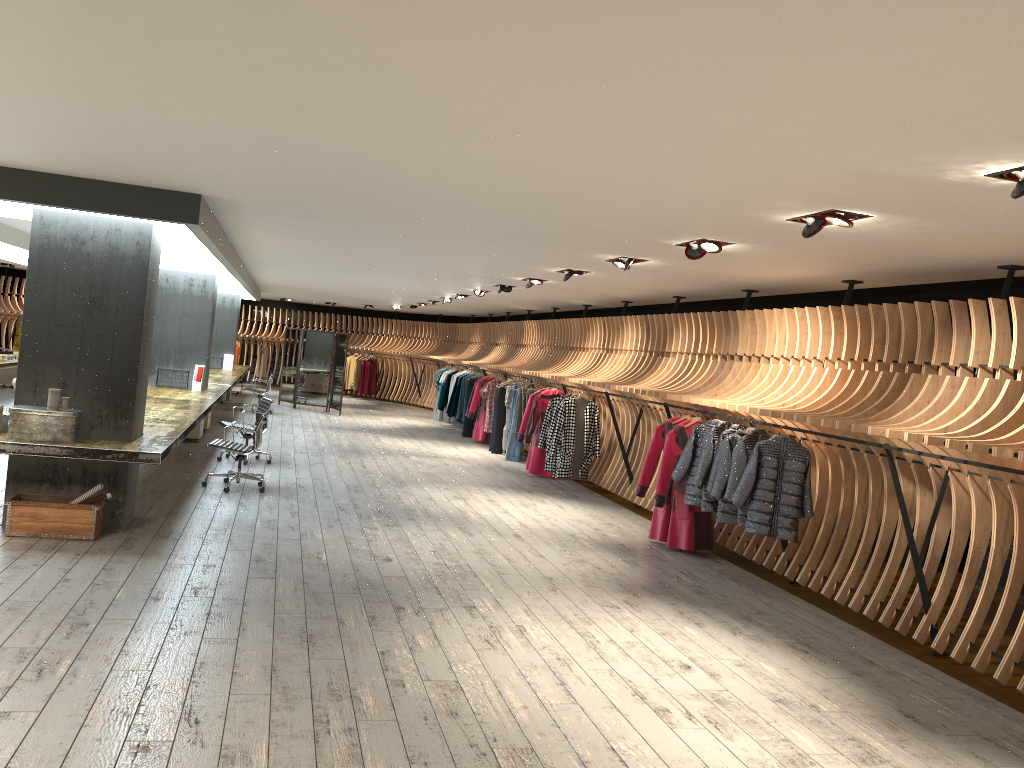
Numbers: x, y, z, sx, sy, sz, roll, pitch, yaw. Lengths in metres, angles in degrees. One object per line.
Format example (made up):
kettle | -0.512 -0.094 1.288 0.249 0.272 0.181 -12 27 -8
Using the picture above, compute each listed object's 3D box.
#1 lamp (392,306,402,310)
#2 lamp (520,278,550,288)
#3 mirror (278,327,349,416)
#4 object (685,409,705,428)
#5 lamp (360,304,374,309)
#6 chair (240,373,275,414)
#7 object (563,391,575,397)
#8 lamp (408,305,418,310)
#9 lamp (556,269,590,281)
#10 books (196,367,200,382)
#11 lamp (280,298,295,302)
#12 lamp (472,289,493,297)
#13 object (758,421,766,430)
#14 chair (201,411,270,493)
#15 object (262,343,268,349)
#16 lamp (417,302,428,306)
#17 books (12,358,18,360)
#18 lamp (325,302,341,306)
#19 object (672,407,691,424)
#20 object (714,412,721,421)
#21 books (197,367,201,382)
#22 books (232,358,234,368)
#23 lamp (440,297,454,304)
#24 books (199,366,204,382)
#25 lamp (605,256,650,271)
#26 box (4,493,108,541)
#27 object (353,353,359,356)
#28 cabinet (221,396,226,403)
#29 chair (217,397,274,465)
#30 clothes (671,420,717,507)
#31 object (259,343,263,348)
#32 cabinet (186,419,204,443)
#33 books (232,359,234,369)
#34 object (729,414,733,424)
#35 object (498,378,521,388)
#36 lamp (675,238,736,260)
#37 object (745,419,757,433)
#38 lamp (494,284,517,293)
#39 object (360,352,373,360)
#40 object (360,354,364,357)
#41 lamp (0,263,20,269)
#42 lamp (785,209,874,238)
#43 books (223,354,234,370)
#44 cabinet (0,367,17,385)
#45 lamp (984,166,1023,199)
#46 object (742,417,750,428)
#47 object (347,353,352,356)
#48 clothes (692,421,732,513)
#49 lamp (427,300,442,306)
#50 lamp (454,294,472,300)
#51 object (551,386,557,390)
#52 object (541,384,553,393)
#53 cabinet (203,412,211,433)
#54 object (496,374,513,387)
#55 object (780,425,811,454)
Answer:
lamp | -3.060 -2.115 23.683 0.269 0.287 0.493 5 2 -34
lamp | 0.290 -1.373 11.398 0.269 0.294 0.493 6 2 -15
mirror | -4.679 -0.324 20.966 2.113 1.891 0.443 7 1 27
object | 1.858 0.394 8.828 0.523 0.290 0.015 6 1 -4
lamp | -4.019 -2.254 24.943 0.493 0.292 0.269 7 2 43
chair | -5.435 0.179 18.977 0.667 0.859 0.694 6 1 -18
object | 0.853 0.157 12.726 0.525 0.270 0.012 6 1 6
lamp | -2.469 -2.004 22.207 0.269 0.291 0.493 6 2 -19
lamp | 0.684 -1.283 9.854 0.269 0.295 0.493 6 2 -15
books | -4.826 -0.090 13.614 0.048 0.368 0.215 6 1 -15
lamp | -6.735 -2.591 26.500 0.493 0.292 0.269 7 1 18
lamp | -0.497 -1.558 14.486 0.269 0.284 0.493 6 2 -15
object | 2.162 0.438 7.647 0.438 0.244 0.010 6 1 -14
chair | -3.037 0.719 9.791 0.667 0.859 0.694 6 1 -18
object | -7.746 -1.229 27.911 0.012 0.270 0.525 6 2 5
lamp | -2.073 -1.913 20.663 0.269 0.294 0.493 6 2 -15
books | -9.029 -0.453 16.020 0.155 0.025 0.110 5 2 -19
lamp | -5.273 -2.416 25.903 0.493 0.294 0.269 7 2 31
object | 1.785 0.367 9.091 0.525 0.270 0.012 7 1 16
object | 1.947 0.380 8.427 0.440 0.226 0.010 7 1 35
books | -4.805 -0.088 13.620 0.048 0.368 0.215 6 1 -15
books | -6.686 -0.510 20.900 0.215 0.368 0.075 6 1 -14
lamp | -1.285 -1.730 17.575 0.269 0.301 0.493 6 2 -15
books | -4.784 -0.086 13.625 0.048 0.368 0.215 6 1 -15
lamp | 1.078 -1.194 8.310 0.269 0.294 0.493 6 2 -15
box | -3.573 1.043 6.950 0.664 0.282 0.342 6 1 -14
object | -4.730 -0.883 26.956 0.525 0.270 0.012 6 1 -14
cabinet | -7.171 0.065 20.409 1.131 0.630 0.594 6 1 -14
chair | -3.557 0.602 11.801 0.667 0.859 0.694 5 1 -38
clothes | 1.874 0.766 8.428 0.746 0.854 0.166 7 1 30
object | -7.875 -1.242 27.896 0.012 0.270 0.525 6 2 0
cabinet | -5.223 0.494 13.267 1.131 0.630 0.594 6 1 -14
books | -6.696 -0.513 20.941 0.215 0.368 0.047 6 1 -14
object | 2.007 0.394 8.198 0.440 0.226 0.010 5 1 -24
object | 0.021 -0.033 15.953 0.525 0.270 0.012 6 1 -14
lamp | 1.471 -1.100 6.765 0.269 0.302 0.493 6 2 -15
object | 2.104 0.422 7.755 0.440 0.226 0.010 6 1 11
lamp | -0.103 -1.465 12.942 0.269 0.291 0.493 6 2 -15
object | -4.349 -0.831 26.700 0.525 0.270 0.012 5 1 -39
object | -4.550 -0.860 26.828 0.012 0.270 0.525 6 2 25
lamp | -13.085 -3.159 23.026 0.269 0.293 0.492 6 2 18
lamp | 1.865 -1.012 5.221 0.269 0.298 0.493 6 2 -15
books | -6.679 -0.509 20.873 0.215 0.368 0.073 6 1 -14
cabinet | -10.290 -0.220 18.894 1.131 0.630 0.594 6 1 -14
lamp | 2.259 -0.923 3.677 0.269 0.295 0.493 6 2 -15
object | 2.094 0.418 7.916 0.439 0.242 0.016 6 1 11
object | -4.988 -0.912 27.115 0.012 0.270 0.525 7 2 40
clothes | 1.918 0.765 8.150 0.501 0.854 0.245 5 1 -30
lamp | -1.678 -1.827 19.119 0.269 0.286 0.493 6 2 -15
lamp | -0.891 -1.642 16.031 0.269 0.296 0.493 6 2 -15
object | 0.638 0.113 13.432 0.525 0.270 0.012 7 1 16
object | 0.593 0.098 13.753 0.525 0.270 0.012 6 1 6
cabinet | -5.558 0.418 14.577 1.131 0.630 0.594 6 1 -14
object | -0.040 -0.046 16.157 0.525 0.270 0.012 7 1 26
object | 2.240 0.451 7.289 0.440 0.226 0.010 7 1 26
